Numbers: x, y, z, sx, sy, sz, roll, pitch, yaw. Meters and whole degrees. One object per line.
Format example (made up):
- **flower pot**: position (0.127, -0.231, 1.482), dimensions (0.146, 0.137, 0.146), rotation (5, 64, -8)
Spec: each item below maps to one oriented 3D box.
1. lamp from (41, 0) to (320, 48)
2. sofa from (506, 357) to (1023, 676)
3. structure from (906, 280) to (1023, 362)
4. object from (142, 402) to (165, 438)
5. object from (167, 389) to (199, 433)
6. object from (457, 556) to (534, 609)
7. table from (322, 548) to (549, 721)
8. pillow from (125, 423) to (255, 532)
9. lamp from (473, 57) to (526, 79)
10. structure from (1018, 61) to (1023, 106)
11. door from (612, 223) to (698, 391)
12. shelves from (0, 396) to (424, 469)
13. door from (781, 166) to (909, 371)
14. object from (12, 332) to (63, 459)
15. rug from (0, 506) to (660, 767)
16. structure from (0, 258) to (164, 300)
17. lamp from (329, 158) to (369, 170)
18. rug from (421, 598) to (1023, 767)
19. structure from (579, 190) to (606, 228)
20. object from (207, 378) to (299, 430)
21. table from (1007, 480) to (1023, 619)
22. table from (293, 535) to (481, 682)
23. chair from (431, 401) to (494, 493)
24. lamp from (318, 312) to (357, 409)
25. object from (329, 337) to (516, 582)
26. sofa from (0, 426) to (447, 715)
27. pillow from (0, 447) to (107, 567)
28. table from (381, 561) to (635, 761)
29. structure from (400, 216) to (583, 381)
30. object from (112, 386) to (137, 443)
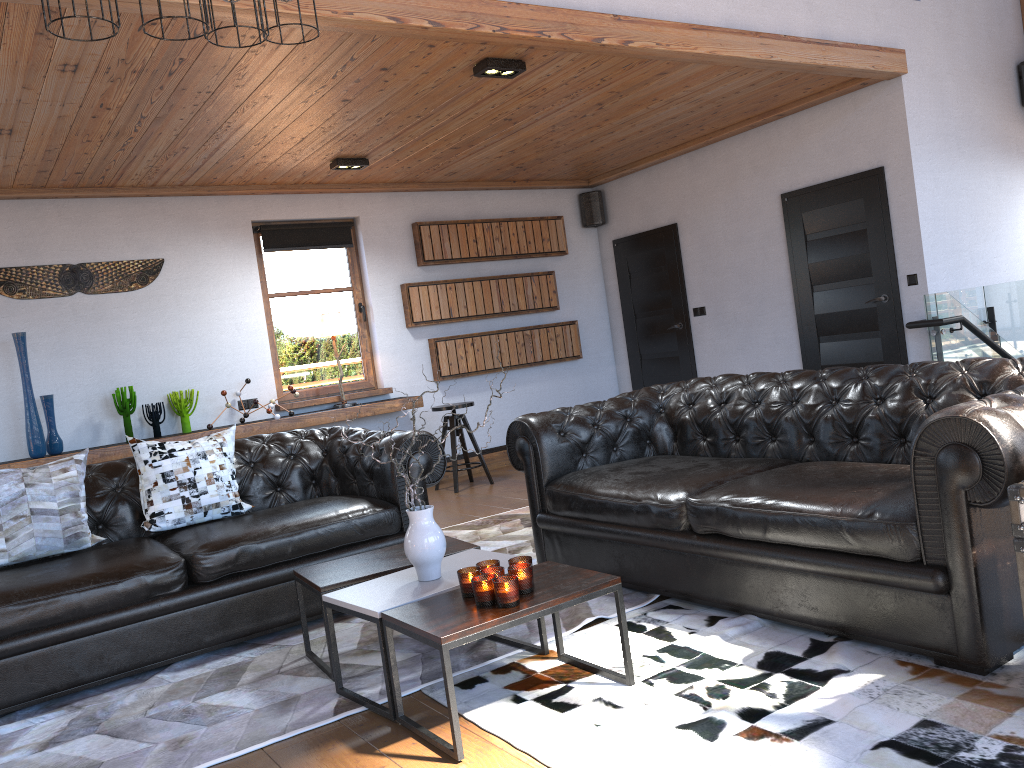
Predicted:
- **lamp**: position (-1.039, -2.079, 2.515), dimensions (0.813, 2.201, 0.258), rotation (-10, 3, -42)
- **sofa**: position (1.161, 0.394, 3.761), dimensions (1.254, 0.838, 2.536), rotation (-9, 3, -33)
- **structure**: position (8.629, -0.655, 4.837), dimensions (11.158, 6.396, 9.104), rotation (-9, 3, -33)
- **object**: position (-2.675, 0.273, 6.640), dimensions (0.122, 0.260, 0.131), rotation (-7, 2, 27)
- **object**: position (-2.502, 0.208, 6.774), dimensions (0.197, 0.332, 0.183), rotation (-7, 2, 16)
- **object**: position (-0.054, 0.626, 2.785), dimensions (0.246, 0.081, 0.303), rotation (-8, 2, 6)
- **table**: position (-0.264, 0.857, 3.151), dimensions (0.658, 0.350, 0.395), rotation (-10, 3, -38)
- **pillow**: position (-1.557, 0.433, 4.314), dimensions (0.534, 0.469, 0.280), rotation (-9, 2, -30)
- **lamp**: position (-0.070, -1.754, 4.908), dimensions (0.264, 0.068, 0.153), rotation (-9, 3, -33)
- **structure**: position (4.200, -2.416, 7.096), dimensions (0.216, 0.349, 0.211), rotation (-9, 2, -33)
- **door**: position (1.435, -0.467, 8.690), dimensions (0.145, 2.054, 0.930), rotation (-9, 2, -33)
- **shelves**: position (-3.690, 0.545, 5.955), dimensions (6.722, 0.988, 0.605), rotation (-9, 3, -33)
- **door**: position (2.602, -0.551, 6.879), dimensions (0.145, 2.054, 0.930), rotation (-9, 2, -33)
- **object**: position (-3.276, 0.073, 6.121), dimensions (0.111, 0.862, 0.275), rotation (-8, 2, 13)
- **rug**: position (-0.902, 1.062, 4.095), dimensions (4.092, 0.053, 2.404), rotation (-9, 3, -32)
- **structure**: position (-3.169, -0.767, 6.469), dimensions (1.263, 0.239, 0.097), rotation (-9, 2, -33)
- **lamp**: position (-1.232, -1.671, 6.711), dimensions (0.264, 0.068, 0.153), rotation (-9, 3, -33)
- **rug**: position (1.691, 0.789, 2.111), dimensions (2.460, 0.053, 3.765), rotation (-9, 3, -32)
- **structure**: position (0.828, -1.789, 9.087), dimensions (0.216, 0.349, 0.211), rotation (-9, 2, -33)
- **object**: position (-2.039, 0.124, 6.989), dimensions (0.648, 0.349, 0.520), rotation (-8, 2, -6)
- **table**: position (1.566, 0.522, 2.207), dimensions (0.422, 0.609, 0.401), rotation (-9, 2, -33)
- **table**: position (-0.479, 0.870, 3.549), dimensions (0.657, 0.350, 0.396), rotation (-9, 3, -28)
- **chair**: position (-0.450, 0.531, 7.499), dimensions (0.397, 0.721, 0.388), rotation (-9, 2, -33)
- **lamp**: position (-1.541, 0.156, 7.556), dimensions (0.249, 1.481, 0.624), rotation (-10, 3, -41)
- **object**: position (-0.302, 0.279, 3.113), dimensions (0.625, 0.808, 0.403), rotation (-9, 2, -22)
- **sofa**: position (-1.652, 0.766, 4.173), dimensions (2.597, 0.838, 1.225), rotation (-9, 3, -34)
- **pillow**: position (-2.124, 0.528, 3.936), dimensions (0.534, 0.469, 0.280), rotation (-9, 2, -30)
- **table**: position (-0.009, 0.837, 2.801), dimensions (0.658, 0.350, 0.395), rotation (-9, 3, -33)
- **structure**: position (-0.233, -0.838, 8.515), dimensions (1.875, 1.444, 0.317), rotation (-9, 2, -33)
- **object**: position (-2.819, 0.225, 6.489), dimensions (0.145, 0.410, 0.160), rotation (-7, 2, 26)
